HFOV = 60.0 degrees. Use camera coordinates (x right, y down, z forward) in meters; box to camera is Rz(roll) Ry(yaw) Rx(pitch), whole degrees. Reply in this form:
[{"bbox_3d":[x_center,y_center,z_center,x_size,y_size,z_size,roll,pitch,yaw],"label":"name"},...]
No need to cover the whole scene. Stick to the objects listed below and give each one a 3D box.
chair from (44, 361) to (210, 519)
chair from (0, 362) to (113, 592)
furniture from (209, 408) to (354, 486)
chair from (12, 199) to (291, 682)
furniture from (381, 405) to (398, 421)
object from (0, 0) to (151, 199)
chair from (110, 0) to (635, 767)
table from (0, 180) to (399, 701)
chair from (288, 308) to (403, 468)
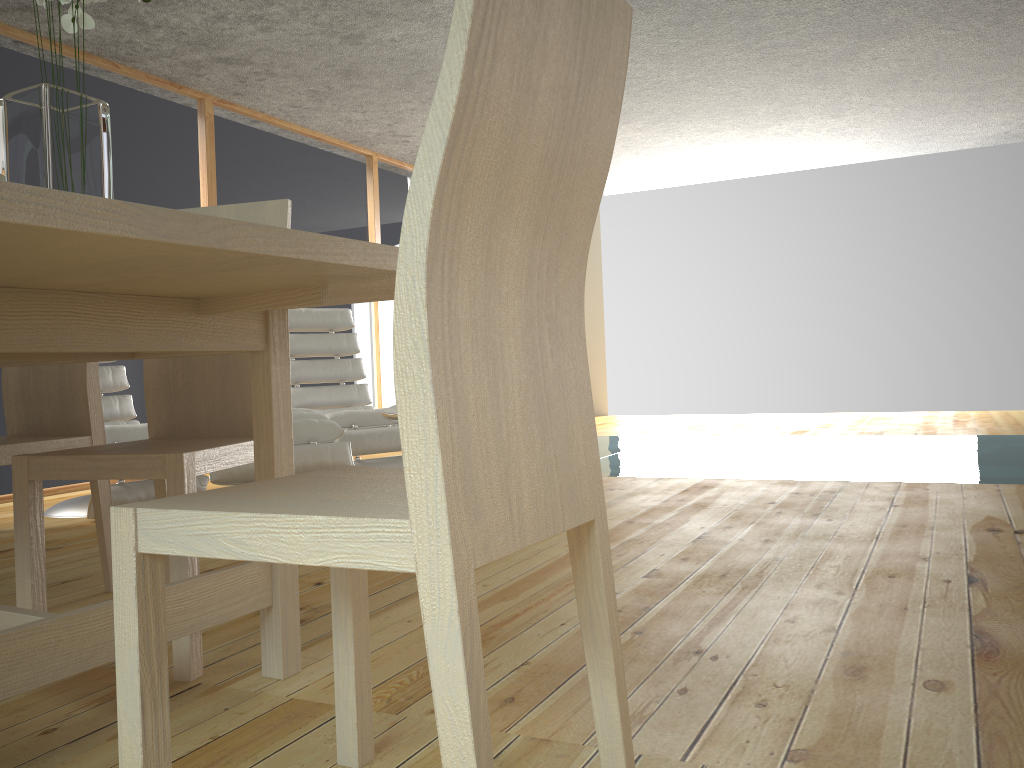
[{"bbox_3d":[-1.920,0.094,4.153,0.913,0.969,0.570,-2,0,36],"label":"chair"},{"bbox_3d":[-1.366,0.081,2.362,0.404,1.017,0.506,-3,0,26],"label":"chair"},{"bbox_3d":[-1.044,0.330,3.766,0.570,0.439,0.685,-3,1,-28],"label":"furniture"},{"bbox_3d":[-0.764,0.063,2.000,0.404,1.017,0.506,-2,0,15],"label":"chair"},{"bbox_3d":[-0.248,0.291,4.168,0.685,0.439,0.570,-2,1,33],"label":"furniture"},{"bbox_3d":[-0.696,-0.481,1.331,0.304,0.608,0.302,-2,0,29],"label":"object"},{"bbox_3d":[-0.138,0.055,1.054,0.506,1.017,0.404,-2,0,29],"label":"chair"},{"bbox_3d":[-1.338,0.222,1.687,2.499,0.756,1.201,-2,1,29],"label":"table"},{"bbox_3d":[-0.911,0.041,4.791,0.570,0.969,0.913,-2,0,-39],"label":"chair"}]
